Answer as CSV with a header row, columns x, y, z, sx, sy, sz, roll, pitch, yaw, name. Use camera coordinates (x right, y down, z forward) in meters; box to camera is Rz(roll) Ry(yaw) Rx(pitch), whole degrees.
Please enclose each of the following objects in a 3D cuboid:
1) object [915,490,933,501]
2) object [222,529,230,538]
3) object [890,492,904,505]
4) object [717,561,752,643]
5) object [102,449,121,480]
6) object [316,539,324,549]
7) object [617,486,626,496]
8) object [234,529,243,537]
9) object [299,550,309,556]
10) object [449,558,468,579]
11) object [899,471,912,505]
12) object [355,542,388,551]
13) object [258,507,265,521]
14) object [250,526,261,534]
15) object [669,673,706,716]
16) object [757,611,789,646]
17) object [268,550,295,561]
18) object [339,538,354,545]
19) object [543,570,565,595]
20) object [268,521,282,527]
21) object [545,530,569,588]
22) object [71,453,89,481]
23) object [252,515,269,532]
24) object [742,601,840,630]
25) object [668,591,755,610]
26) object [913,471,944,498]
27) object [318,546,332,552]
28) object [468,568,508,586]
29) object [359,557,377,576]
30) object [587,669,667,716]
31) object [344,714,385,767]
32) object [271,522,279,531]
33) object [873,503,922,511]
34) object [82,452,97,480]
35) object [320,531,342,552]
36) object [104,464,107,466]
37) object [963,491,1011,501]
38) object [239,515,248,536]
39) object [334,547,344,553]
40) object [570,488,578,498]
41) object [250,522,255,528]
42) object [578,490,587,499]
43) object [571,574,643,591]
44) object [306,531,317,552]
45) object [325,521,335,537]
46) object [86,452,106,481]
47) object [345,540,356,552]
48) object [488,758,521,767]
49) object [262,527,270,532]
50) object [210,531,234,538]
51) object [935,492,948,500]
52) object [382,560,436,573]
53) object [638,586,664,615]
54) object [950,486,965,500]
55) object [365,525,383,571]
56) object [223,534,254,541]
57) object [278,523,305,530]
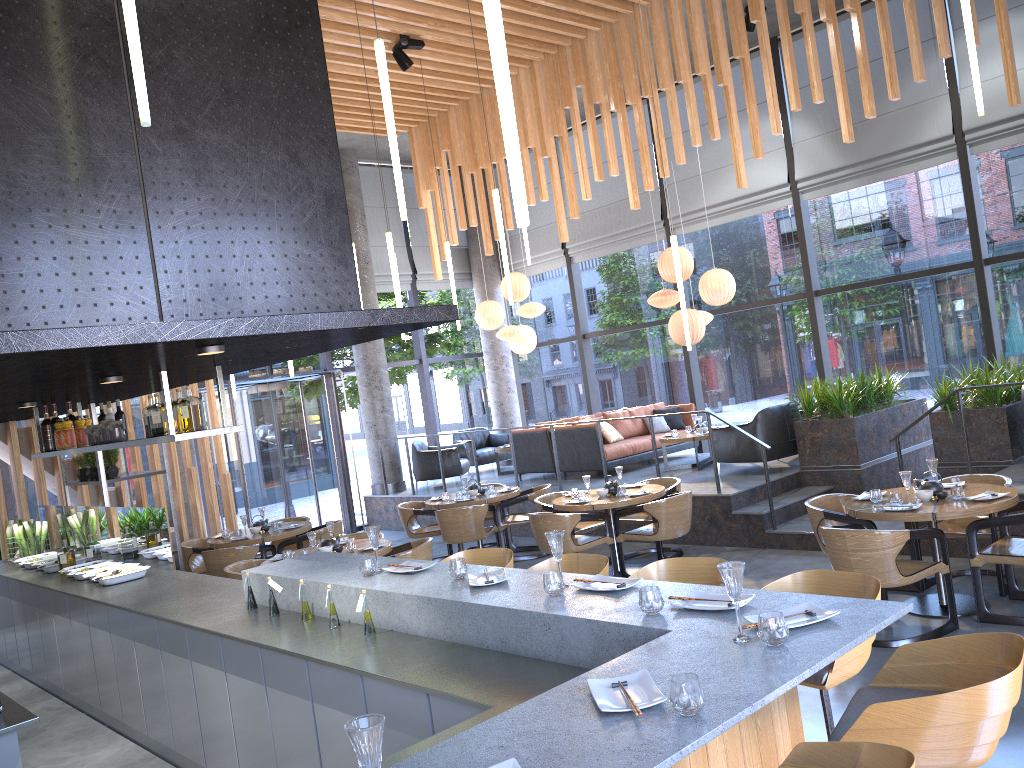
x,y,z,sx,sy,sz,roll,pitch,yaw,name
2.818,0.765,6.059,0.116,0.065,0.116,-8,0,26,object
-3.051,1.599,9.449,0.086,0.086,0.086,-8,0,34,object
2.620,0.783,6.045,0.086,0.086,0.086,-8,0,-17,object
0.668,0.648,2.636,0.082,0.227,0.082,-8,0,20,object
-3.598,0.666,7.965,0.196,0.367,0.186,-8,0,3,object
-1.669,1.401,7.734,0.086,0.086,0.086,-8,0,-5,object
1.034,1.010,8.370,0.086,0.086,0.086,-8,0,5,object
-2.881,1.574,9.327,0.086,0.086,0.086,-8,0,29,object
-1.697,1.405,7.257,0.086,0.086,0.086,-8,0,34,object
-0.248,0.850,4.083,0.086,0.086,0.086,-8,0,23,object
2.670,0.704,5.985,0.082,0.227,0.082,-8,0,17,object
-1.185,1.363,7.393,0.170,0.025,0.294,-8,0,28,object
-2.760,1.485,9.825,0.082,0.227,0.082,-8,0,41,object
-2.735,1.564,9.462,0.116,0.065,0.116,-8,0,32,object
0.425,0.755,2.150,0.086,0.086,0.086,-8,0,24,object
0.752,0.707,2.557,0.086,0.086,0.086,-8,0,-15,object
-1.934,1.440,7.509,0.253,0.086,0.335,-8,0,6,object
-1.555,1.416,7.889,0.294,0.025,0.170,-8,0,-7,object
0.165,0.791,3.519,0.086,0.086,0.086,-8,0,-42,object
-2.738,1.584,9.959,0.294,0.025,0.170,-8,0,-7,object
0.190,0.716,3.622,0.082,0.227,0.082,-8,0,-8,object
-4.101,0.781,8.501,0.221,0.283,0.211,-8,0,-29,object
-2.733,1.506,9.608,0.168,0.179,0.163,-8,0,10,object
0.837,0.726,2.729,0.294,0.025,0.170,-8,0,-17,object
0.669,0.750,3.053,0.294,0.025,0.170,-8,0,41,object
2.910,0.694,6.169,0.163,0.179,0.168,-8,0,-4,object
-1.551,1.395,7.392,0.116,0.065,0.116,-8,0,32,object
-0.110,0.861,3.952,0.170,0.025,0.294,-8,0,-5,object
-0.726,0.919,4.449,0.086,0.086,0.086,-8,0,-42,object
0.298,0.804,2.283,0.170,0.025,0.294,-8,0,-4,object
-0.278,0.785,1.769,0.082,0.227,0.082,-8,0,20,object
-2.533,1.524,9.478,0.086,0.086,0.086,-8,0,7,object
2.557,0.824,5.910,0.294,0.025,0.170,-8,0,45,object
-3.923,0.713,8.327,0.196,0.367,0.186,-8,0,3,object
-1.551,1.337,7.541,0.163,0.179,0.168,-8,0,13,object
-4.025,0.756,8.716,0.179,0.311,0.172,-8,0,14,object
3.104,0.745,5.829,0.294,0.025,0.170,-8,0,-23,object
-2.807,1.492,9.317,0.082,0.227,0.082,-8,0,-10,object
-1.448,1.392,7.433,0.080,0.042,0.080,-8,0,33,object
0.614,1.070,8.677,0.086,0.086,0.086,-8,0,-17,object
-2.853,1.570,9.804,0.086,0.086,0.086,-8,0,40,object
0.670,1.062,8.473,0.086,0.086,0.086,-8,0,-17,object
0.357,0.794,3.525,0.170,0.025,0.294,-8,0,-44,object
-1.623,1.323,7.247,0.082,0.227,0.082,-8,0,-22,object
-1.577,1.316,7.755,0.082,0.227,0.082,-8,0,41,object
-3.774,0.720,8.091,0.179,0.311,0.172,-8,0,-31,object
-1.350,1.355,7.409,0.086,0.086,0.086,-8,0,11,object
-0.108,0.863,1.862,0.294,0.025,0.170,-8,0,-17,object
-2.632,1.561,9.503,0.080,0.042,0.080,-8,0,10,object
-3.152,1.645,9.604,0.170,0.025,0.294,-8,0,6,object
2.924,0.762,6.026,0.080,0.042,0.080,-8,0,12,object
-0.533,0.922,4.455,0.170,0.025,0.294,-8,0,-44,object
0.478,0.746,3.053,0.086,0.086,0.086,-8,0,-21,object
2.985,0.730,5.943,0.086,0.086,0.086,-8,0,-40,object
-0.700,0.843,4.552,0.082,0.227,0.082,-8,0,-8,object
-2.844,1.601,9.178,0.294,0.025,0.170,-8,0,6,object
-2.368,1.531,9.463,0.170,0.025,0.294,-8,0,28,object
